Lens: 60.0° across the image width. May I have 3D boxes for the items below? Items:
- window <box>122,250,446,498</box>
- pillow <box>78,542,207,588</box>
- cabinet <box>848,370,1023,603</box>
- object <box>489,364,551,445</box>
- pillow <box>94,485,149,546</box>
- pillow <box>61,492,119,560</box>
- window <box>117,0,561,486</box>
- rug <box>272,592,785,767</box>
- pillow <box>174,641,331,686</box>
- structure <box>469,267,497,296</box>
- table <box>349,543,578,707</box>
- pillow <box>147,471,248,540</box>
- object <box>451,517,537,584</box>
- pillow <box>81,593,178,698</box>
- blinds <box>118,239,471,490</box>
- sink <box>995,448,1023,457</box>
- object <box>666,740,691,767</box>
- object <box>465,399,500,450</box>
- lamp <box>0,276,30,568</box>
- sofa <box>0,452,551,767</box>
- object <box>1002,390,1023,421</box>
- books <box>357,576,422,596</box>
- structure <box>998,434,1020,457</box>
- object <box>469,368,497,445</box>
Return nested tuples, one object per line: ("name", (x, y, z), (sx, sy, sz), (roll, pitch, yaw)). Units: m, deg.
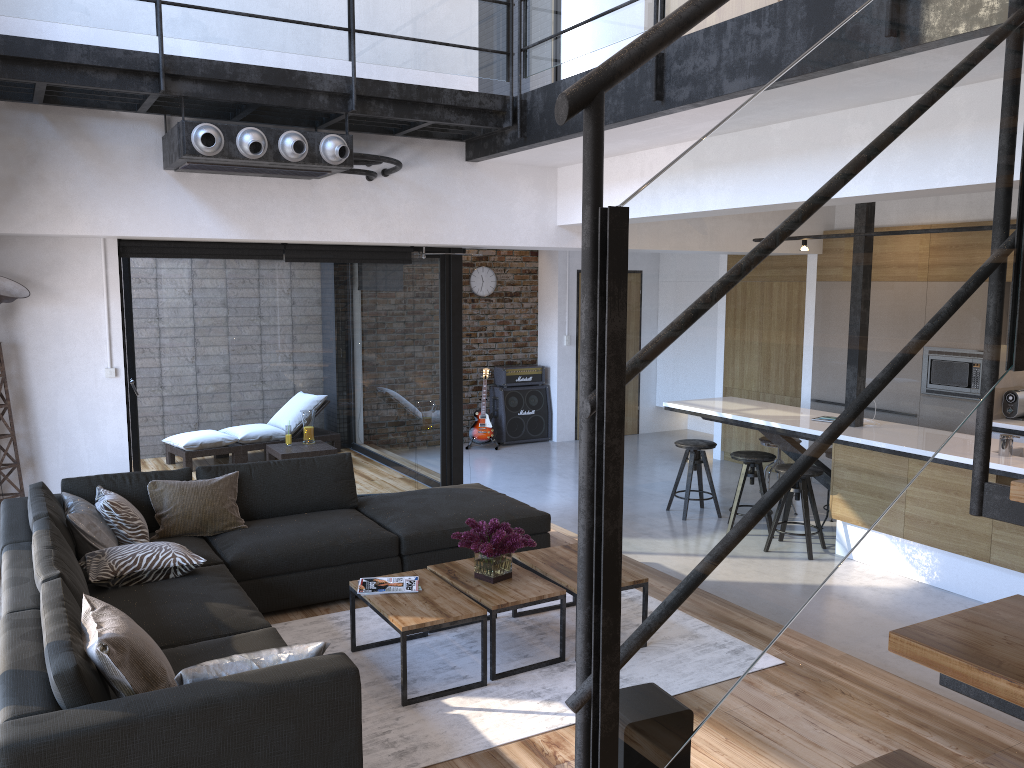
("window", (-1.735, -0.043, 7.038), (2.448, 2.055, 0.100), (-1, 8, -13))
("pillow", (-1.775, 0.866, 4.252), (0.530, 0.178, 0.355), (-4, 8, -31))
("cabinet", (4.046, -0.075, 5.532), (2.472, 2.877, 9.102), (-4, 8, -29))
("object", (0.107, 0.243, 11.009), (0.696, 0.938, 0.357), (-4, 8, -29))
("pillow", (-2.077, 0.705, 4.713), (0.250, 0.315, 0.531), (-3, 8, -26))
("pillow", (-2.181, 0.742, 4.584), (0.234, 0.294, 0.610), (-4, 8, -29))
("window", (-0.270, -1.176, 3.138), (5.661, 5.578, 13.378), (-4, 8, -29))
("rug", (-0.035, 1.284, 4.361), (2.112, 0.003, 1.634), (-4, 8, -29))
("pillow", (-0.848, 0.970, 2.874), (0.498, 0.266, 0.212), (-4, 8, -29))
("structure", (-0.354, -1.244, 10.766), (0.360, 0.361, 0.040), (-4, 8, -29))
("table", (-0.064, 1.113, 4.315), (1.298, 0.351, 0.696), (-4, 8, -29))
("pillow", (-1.797, 0.698, 5.043), (0.546, 0.310, 0.272), (-4, 8, -30))
("object", (-0.091, 0.768, 4.276), (0.375, 0.343, 0.341), (-4, 8, -28))
("pillow", (-1.215, 0.907, 2.831), (0.265, 0.383, 0.608), (-4, 8, -29))
("blinds", (-1.270, -0.122, 7.605), (1.828, 2.056, 3.854), (2, 7, 15))
("sink", (3.409, 0.568, 5.506), (0.406, 0.203, 0.705), (-4, 8, -29))
("object", (0.174, 1.036, 1.302), (0.271, 1.208, 0.270), (-3, 8, -24))
("object", (-0.346, 0.471, 10.622), (0.389, 0.589, 0.330), (1, 7, 5))
("lamp", (-2.760, 0.278, 5.102), (0.424, 1.831, 1.467), (-7, 10, -44))
("sofa", (-0.789, 0.931, 4.361), (2.997, 0.702, 3.039), (-4, 8, -29))
("object", (4.228, 0.165, 7.322), (0.389, 0.248, 0.150), (-4, 8, -29))
("books", (-0.577, 0.945, 4.171), (0.295, 0.013, 0.228), (-1, 7, -9))
("structure", (3.212, 0.073, 5.268), (0.392, 0.814, 0.506), (1, 7, 10))
("object", (-0.333, 0.269, 10.721), (0.330, 0.875, 0.523), (1, 7, 5))
